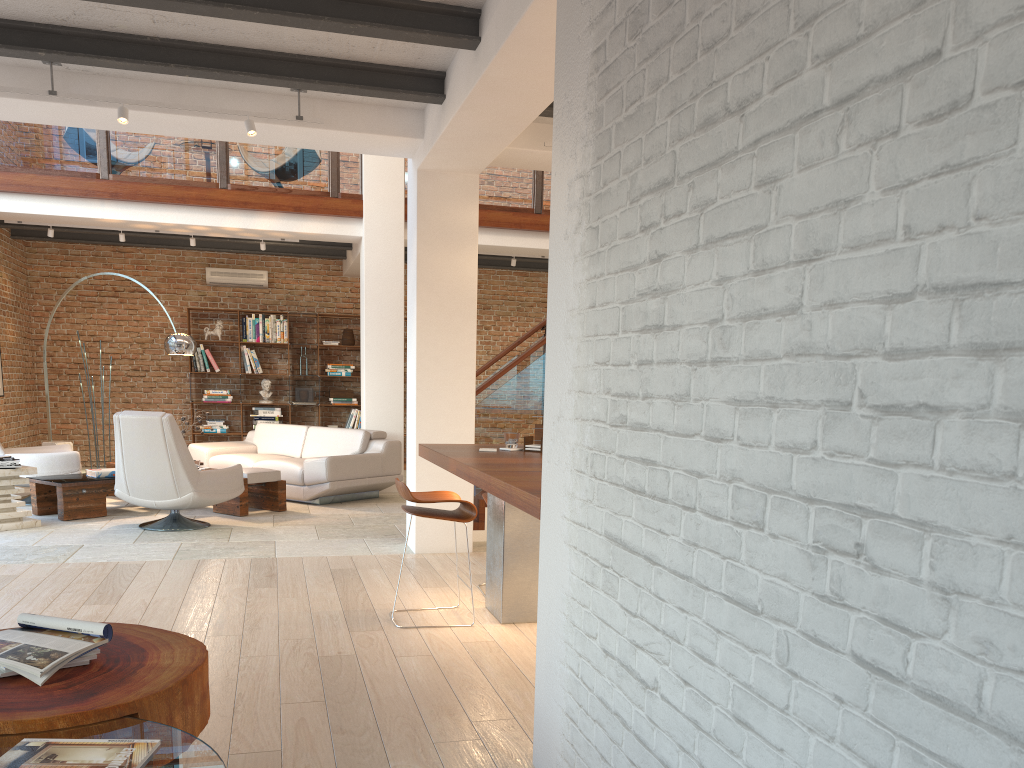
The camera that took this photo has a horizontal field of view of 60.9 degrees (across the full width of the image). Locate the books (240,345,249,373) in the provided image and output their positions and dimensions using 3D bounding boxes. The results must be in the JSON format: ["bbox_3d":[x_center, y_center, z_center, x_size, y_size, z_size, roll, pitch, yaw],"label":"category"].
[{"bbox_3d":[-3.733,-0.340,12.178,0.101,0.392,0.238,-1,8,-15],"label":"books"}]

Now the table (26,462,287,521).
[{"bbox_3d":[-3.567,0.994,8.504,2.188,0.438,1.952,2,1,36],"label":"table"}]

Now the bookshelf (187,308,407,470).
[{"bbox_3d":[-2.965,0.122,12.434,3.033,2.251,0.355,1,10,-15],"label":"bookshelf"}]

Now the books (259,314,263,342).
[{"bbox_3d":[-3.494,-0.768,12.138,0.036,0.392,0.238,-1,8,-15],"label":"books"}]

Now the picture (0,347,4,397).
[{"bbox_3d":[-5.846,-0.451,9.703,0.027,1.222,0.893,-1,7,-15],"label":"picture"}]

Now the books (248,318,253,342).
[{"bbox_3d":[-3.631,-0.744,12.108,0.055,0.337,0.249,-1,7,-15],"label":"books"}]

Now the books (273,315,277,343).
[{"bbox_3d":[-3.315,-0.763,12.197,0.036,0.392,0.238,-1,8,-15],"label":"books"}]

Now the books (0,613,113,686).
[{"bbox_3d":[-1.380,0.757,2.514,0.321,0.111,0.269,2,2,17],"label":"books"}]

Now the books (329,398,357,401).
[{"bbox_3d":[-2.451,0.225,12.591,0.379,0.037,0.240,1,0,-16],"label":"books"}]

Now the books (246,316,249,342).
[{"bbox_3d":[-3.673,-0.759,12.112,0.021,0.367,0.266,-1,7,-15],"label":"books"}]

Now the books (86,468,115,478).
[{"bbox_3d":[-3.762,0.829,8.141,0.324,0.057,0.252,1,1,-45],"label":"books"}]

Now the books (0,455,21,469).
[{"bbox_3d":[-4.306,0.644,7.233,0.388,0.081,0.560,1,0,-31],"label":"books"}]

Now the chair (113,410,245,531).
[{"bbox_3d":[-2.902,0.725,7.341,1.027,1.038,0.952,2,6,1],"label":"chair"}]

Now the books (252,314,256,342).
[{"bbox_3d":[-3.586,-0.770,12.119,0.036,0.392,0.238,-1,8,-15],"label":"books"}]

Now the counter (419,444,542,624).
[{"bbox_3d":[0.569,0.851,4.322,1.686,0.937,2.454,1,1,-15],"label":"counter"}]

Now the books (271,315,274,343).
[{"bbox_3d":[-3.354,-0.764,12.200,0.036,0.392,0.238,-1,8,-15],"label":"books"}]

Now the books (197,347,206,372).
[{"bbox_3d":[-4.290,-0.332,12.046,0.102,0.341,0.249,-1,7,-15],"label":"books"}]

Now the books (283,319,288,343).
[{"bbox_3d":[-3.182,-0.732,12.254,0.055,0.337,0.249,-1,7,-15],"label":"books"}]

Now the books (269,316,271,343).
[{"bbox_3d":[-3.379,-0.751,12.182,0.021,0.367,0.266,-1,7,-15],"label":"books"}]

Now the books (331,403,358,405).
[{"bbox_3d":[-2.431,0.291,12.629,0.355,0.021,0.267,1,0,-17],"label":"books"}]

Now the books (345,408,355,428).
[{"bbox_3d":[-2.375,0.542,12.702,0.163,0.380,0.238,-1,8,-15],"label":"books"}]

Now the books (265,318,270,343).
[{"bbox_3d":[-3.413,-0.738,12.160,0.055,0.337,0.249,-1,7,-15],"label":"books"}]

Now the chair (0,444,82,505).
[{"bbox_3d":[-4.836,0.676,8.622,0.980,1.020,1.009,-2,6,-31],"label":"chair"}]

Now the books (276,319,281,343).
[{"bbox_3d":[-3.269,-0.734,12.208,0.055,0.337,0.249,-1,7,-15],"label":"books"}]

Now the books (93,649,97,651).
[{"bbox_3d":[-1.413,0.769,2.588,0.251,0.011,0.314,2,0,-41],"label":"books"}]

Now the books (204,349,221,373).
[{"bbox_3d":[-4.145,-0.320,12.078,0.195,0.325,0.249,-1,7,-15],"label":"books"}]

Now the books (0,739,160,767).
[{"bbox_3d":[-0.994,0.851,1.954,0.318,0.011,0.248,1,0,-2],"label":"books"}]

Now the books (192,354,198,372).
[{"bbox_3d":[-4.368,-0.359,11.993,0.091,0.393,0.238,-1,8,-15],"label":"books"}]

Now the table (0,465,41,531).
[{"bbox_3d":[-4.298,0.938,7.231,0.491,0.515,0.489,5,7,35],"label":"table"}]

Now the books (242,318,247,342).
[{"bbox_3d":[-3.711,-0.746,12.105,0.055,0.337,0.249,-1,7,-15],"label":"books"}]

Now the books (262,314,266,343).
[{"bbox_3d":[-3.461,-0.767,12.157,0.036,0.392,0.238,-1,8,-15],"label":"books"}]

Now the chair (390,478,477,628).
[{"bbox_3d":[-0.443,0.902,4.737,0.422,0.792,0.394,-1,8,-15],"label":"chair"}]

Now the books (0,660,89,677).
[{"bbox_3d":[-1.420,0.802,2.581,0.251,0.011,0.314,2,0,-36],"label":"books"}]

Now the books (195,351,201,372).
[{"bbox_3d":[-4.334,-0.359,12.010,0.091,0.393,0.238,-1,8,-15],"label":"books"}]

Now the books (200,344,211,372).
[{"bbox_3d":[-4.228,-0.354,12.026,0.121,0.390,0.238,-1,8,-15],"label":"books"}]

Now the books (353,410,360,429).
[{"bbox_3d":[-2.280,0.552,12.716,0.098,0.362,0.266,-1,7,-15],"label":"books"}]

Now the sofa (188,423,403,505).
[{"bbox_3d":[-2.462,0.858,9.806,2.311,0.772,1.132,2,3,35],"label":"sofa"}]

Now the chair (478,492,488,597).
[{"bbox_3d":[0.003,0.914,5.405,0.405,0.792,0.412,-1,8,-15],"label":"chair"}]

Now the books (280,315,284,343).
[{"bbox_3d":[-3.224,-0.761,12.221,0.036,0.392,0.238,-1,8,-15],"label":"books"}]

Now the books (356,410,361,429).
[{"bbox_3d":[-2.262,0.555,12.730,0.098,0.362,0.266,-1,7,-15],"label":"books"}]

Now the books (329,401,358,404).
[{"bbox_3d":[-2.447,0.262,12.634,0.379,0.037,0.240,1,0,-20],"label":"books"}]

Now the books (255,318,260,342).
[{"bbox_3d":[-3.546,-0.741,12.150,0.055,0.337,0.249,-1,7,-15],"label":"books"}]

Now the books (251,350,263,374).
[{"bbox_3d":[-3.574,-0.309,12.207,0.158,0.336,0.249,-1,7,-15],"label":"books"}]

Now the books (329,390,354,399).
[{"bbox_3d":[-2.461,0.146,12.582,0.335,0.121,0.209,1,3,-15],"label":"books"}]

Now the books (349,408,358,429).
[{"bbox_3d":[-2.328,0.542,12.691,0.161,0.381,0.238,-1,8,-15],"label":"books"}]

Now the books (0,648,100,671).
[{"bbox_3d":[-1.412,0.780,2.582,0.315,0.011,0.251,1,0,44],"label":"books"}]

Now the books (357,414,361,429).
[{"bbox_3d":[-2.216,0.564,12.729,0.116,0.341,0.249,-1,7,-15],"label":"books"}]

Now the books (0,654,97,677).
[{"bbox_3d":[-1.413,0.791,2.565,0.315,0.011,0.251,1,0,44],"label":"books"}]

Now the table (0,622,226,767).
[{"bbox_3d":[-1.196,1.044,2.138,1.077,0.455,1.799,1,1,-10],"label":"table"}]
